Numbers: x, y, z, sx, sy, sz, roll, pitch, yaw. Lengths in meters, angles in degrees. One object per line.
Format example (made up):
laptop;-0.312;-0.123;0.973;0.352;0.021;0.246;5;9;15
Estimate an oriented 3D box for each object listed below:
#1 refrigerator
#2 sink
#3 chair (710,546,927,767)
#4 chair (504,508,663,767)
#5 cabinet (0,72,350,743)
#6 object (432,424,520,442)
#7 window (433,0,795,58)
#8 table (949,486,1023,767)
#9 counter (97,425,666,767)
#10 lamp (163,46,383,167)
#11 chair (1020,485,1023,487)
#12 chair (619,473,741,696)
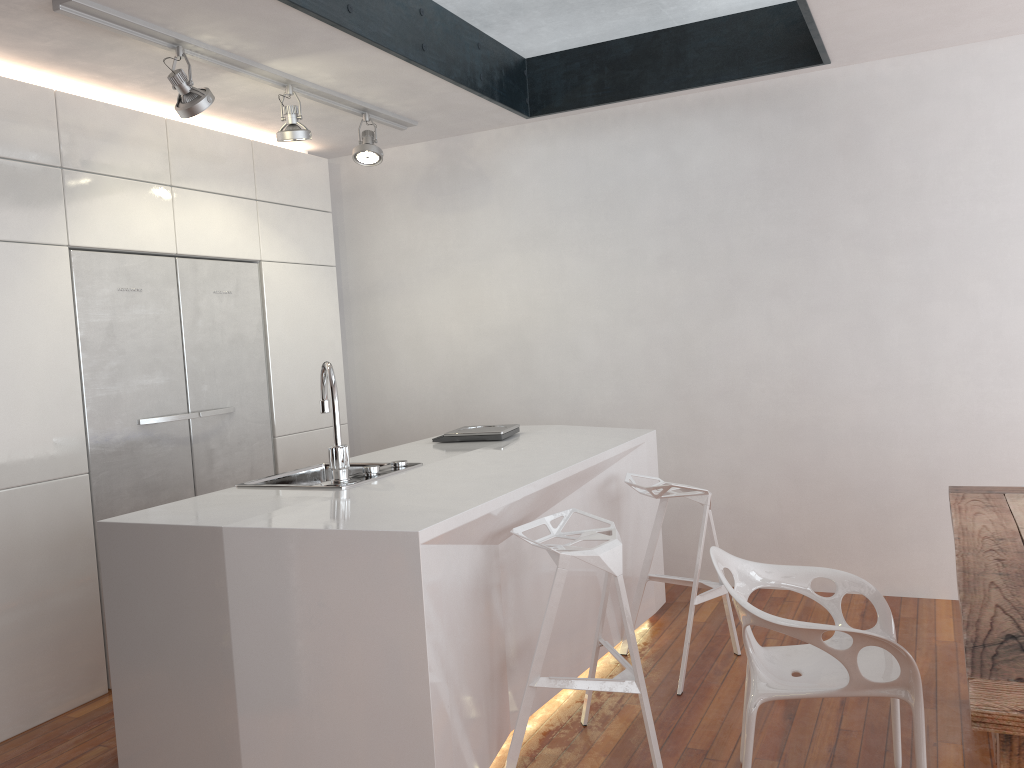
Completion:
refrigerator;-1.486;0.317;4.108;0.142;1.811;1.119;-2;3;25
sink;-0.633;0.205;3.093;0.459;0.570;0.492;-2;3;25
chair;0.822;0.805;2.441;0.505;0.710;0.577;-3;3;15
chair;0.249;0.803;2.733;0.428;0.765;0.492;-2;4;35
cabinet;-1.919;-0.006;4.286;0.946;2.506;2.404;-2;3;25
object;-0.157;0.220;3.994;0.325;0.036;0.298;-3;3;15
window;0.171;-1.634;3.153;1.546;0.035;2.700;-2;3;25
table;1.560;0.769;2.012;0.969;0.735;1.910;-2;3;25
counter;-0.218;0.734;3.340;0.956;0.903;2.289;-2;3;25
lamp;-0.954;-1.141;3.754;0.154;0.254;1.324;-2;3;26
chair;1.936;0.703;3.012;0.577;0.710;0.505;-3;3;20
chair;0.698;0.735;3.517;0.428;0.765;0.492;-5;3;-20
